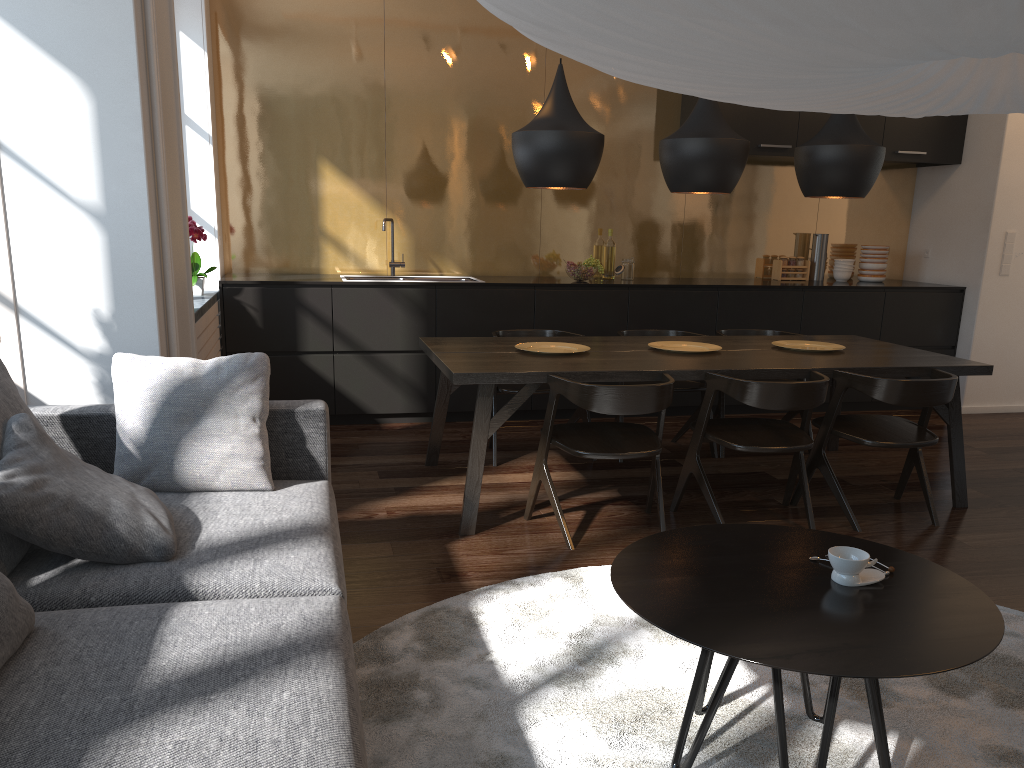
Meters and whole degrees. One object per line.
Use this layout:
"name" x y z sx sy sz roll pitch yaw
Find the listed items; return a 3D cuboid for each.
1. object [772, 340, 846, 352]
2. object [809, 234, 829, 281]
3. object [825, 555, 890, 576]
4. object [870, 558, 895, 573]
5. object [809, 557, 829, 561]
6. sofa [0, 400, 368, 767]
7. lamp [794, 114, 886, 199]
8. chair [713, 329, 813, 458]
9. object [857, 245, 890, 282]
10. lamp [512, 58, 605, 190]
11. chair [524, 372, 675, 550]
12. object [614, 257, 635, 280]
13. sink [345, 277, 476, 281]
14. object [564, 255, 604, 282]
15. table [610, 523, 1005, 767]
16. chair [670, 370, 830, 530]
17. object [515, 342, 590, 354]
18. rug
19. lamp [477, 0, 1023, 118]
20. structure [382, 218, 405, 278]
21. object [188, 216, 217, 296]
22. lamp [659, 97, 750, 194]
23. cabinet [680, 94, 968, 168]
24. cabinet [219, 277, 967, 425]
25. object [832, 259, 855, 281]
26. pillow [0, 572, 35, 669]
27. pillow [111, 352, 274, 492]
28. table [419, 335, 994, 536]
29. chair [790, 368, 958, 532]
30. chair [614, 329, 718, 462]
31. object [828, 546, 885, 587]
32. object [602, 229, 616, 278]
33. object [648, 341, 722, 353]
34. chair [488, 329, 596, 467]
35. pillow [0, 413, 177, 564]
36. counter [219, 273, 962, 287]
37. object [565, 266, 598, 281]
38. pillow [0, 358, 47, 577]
"object" 1.492 -0.188 4.456 0.355 0.017 0.350 0 11 -10
"object" 2.299 -0.945 6.594 0.164 0.345 0.112 -1 14 -10
"object" 0.841 0.434 2.155 0.025 0.016 0.162 -8 14 -38
"object" 0.874 0.431 2.181 0.015 0.015 0.165 -5 12 -26
"object" 0.783 0.436 2.151 0.123 0.010 0.025 11 14 42
"sofa" -0.333 0.635 1.732 2.038 0.683 3.020 -1 11 -13
"lamp" 1.565 -1.168 4.210 0.408 0.550 0.406 10 16 33
"chair" 1.424 0.046 5.153 0.593 0.683 0.511 -2 13 -13
"object" 2.702 -0.901 6.618 0.197 0.269 0.195 -9 16 -38
"lamp" 0.205 -1.144 3.899 0.410 0.550 0.405 6 14 20
"chair" 0.397 0.292 3.685 0.593 0.683 0.511 -2 13 -14
"object" 0.787 -0.799 6.123 0.176 0.154 0.087 -7 16 -35
"sink" 0.559 -0.721 5.974 3.412 0.248 0.474 -1 12 -14
"object" 0.472 -0.768 5.850 0.239 0.176 0.175 -5 14 -28
"table" 0.645 0.693 2.088 0.847 0.481 0.833 -1 12 -11
"chair" 1.061 0.279 3.843 0.593 0.683 0.511 -1 13 -12
"object" 0.190 -0.165 4.158 0.355 0.017 0.350 0 11 -10
"rug" 0.763 0.943 2.046 2.826 0.012 2.803 -5 12 -33
"lamp" 0.631 -0.479 1.097 1.465 0.213 1.452 6 11 23
"structure" -0.770 -0.884 5.782 0.109 0.392 0.261 2 13 2
"object" -1.740 -0.707 4.910 0.228 0.444 0.401 -9 16 -36
"lamp" 0.885 -1.156 4.055 0.409 0.550 0.406 -8 16 -36
"cabinet" 2.198 -2.102 6.139 1.954 1.069 0.523 -1 14 -13
"cabinet" 0.667 -0.266 6.161 5.060 0.916 0.721 -1 13 -13
"object" 2.472 -0.850 6.601 0.157 0.163 0.152 5 13 15
"pillow" -1.025 0.374 1.434 0.292 0.404 0.656 -2 12 -13
"pillow" -1.005 0.123 2.762 0.494 0.421 0.282 -2 13 -14
"table" 0.857 0.173 4.363 2.499 0.691 1.089 -1 12 -13
"chair" 1.658 0.269 3.979 0.593 0.683 0.511 -2 13 -15
"chair" 0.831 0.057 5.018 0.593 0.683 0.511 -2 13 -15
"object" 0.801 0.425 2.050 0.139 0.070 0.090 1 12 -1
"object" 0.687 -0.919 6.235 0.091 0.345 0.091 14 19 42
"object" 0.841 -0.177 4.307 0.354 0.017 0.351 -5 12 -32
"chair" 0.132 0.064 4.886 0.592 0.683 0.511 -2 13 -17
"pillow" -1.101 0.262 2.227 0.442 0.327 0.486 -6 14 -31
"counter" 0.678 -0.709 6.049 5.058 0.002 0.720 -1 11 -13
"object" 0.457 -0.732 5.870 0.217 0.098 0.216 9 13 33
"pillow" -1.361 0.186 2.272 0.275 0.485 0.823 -2 12 -13
